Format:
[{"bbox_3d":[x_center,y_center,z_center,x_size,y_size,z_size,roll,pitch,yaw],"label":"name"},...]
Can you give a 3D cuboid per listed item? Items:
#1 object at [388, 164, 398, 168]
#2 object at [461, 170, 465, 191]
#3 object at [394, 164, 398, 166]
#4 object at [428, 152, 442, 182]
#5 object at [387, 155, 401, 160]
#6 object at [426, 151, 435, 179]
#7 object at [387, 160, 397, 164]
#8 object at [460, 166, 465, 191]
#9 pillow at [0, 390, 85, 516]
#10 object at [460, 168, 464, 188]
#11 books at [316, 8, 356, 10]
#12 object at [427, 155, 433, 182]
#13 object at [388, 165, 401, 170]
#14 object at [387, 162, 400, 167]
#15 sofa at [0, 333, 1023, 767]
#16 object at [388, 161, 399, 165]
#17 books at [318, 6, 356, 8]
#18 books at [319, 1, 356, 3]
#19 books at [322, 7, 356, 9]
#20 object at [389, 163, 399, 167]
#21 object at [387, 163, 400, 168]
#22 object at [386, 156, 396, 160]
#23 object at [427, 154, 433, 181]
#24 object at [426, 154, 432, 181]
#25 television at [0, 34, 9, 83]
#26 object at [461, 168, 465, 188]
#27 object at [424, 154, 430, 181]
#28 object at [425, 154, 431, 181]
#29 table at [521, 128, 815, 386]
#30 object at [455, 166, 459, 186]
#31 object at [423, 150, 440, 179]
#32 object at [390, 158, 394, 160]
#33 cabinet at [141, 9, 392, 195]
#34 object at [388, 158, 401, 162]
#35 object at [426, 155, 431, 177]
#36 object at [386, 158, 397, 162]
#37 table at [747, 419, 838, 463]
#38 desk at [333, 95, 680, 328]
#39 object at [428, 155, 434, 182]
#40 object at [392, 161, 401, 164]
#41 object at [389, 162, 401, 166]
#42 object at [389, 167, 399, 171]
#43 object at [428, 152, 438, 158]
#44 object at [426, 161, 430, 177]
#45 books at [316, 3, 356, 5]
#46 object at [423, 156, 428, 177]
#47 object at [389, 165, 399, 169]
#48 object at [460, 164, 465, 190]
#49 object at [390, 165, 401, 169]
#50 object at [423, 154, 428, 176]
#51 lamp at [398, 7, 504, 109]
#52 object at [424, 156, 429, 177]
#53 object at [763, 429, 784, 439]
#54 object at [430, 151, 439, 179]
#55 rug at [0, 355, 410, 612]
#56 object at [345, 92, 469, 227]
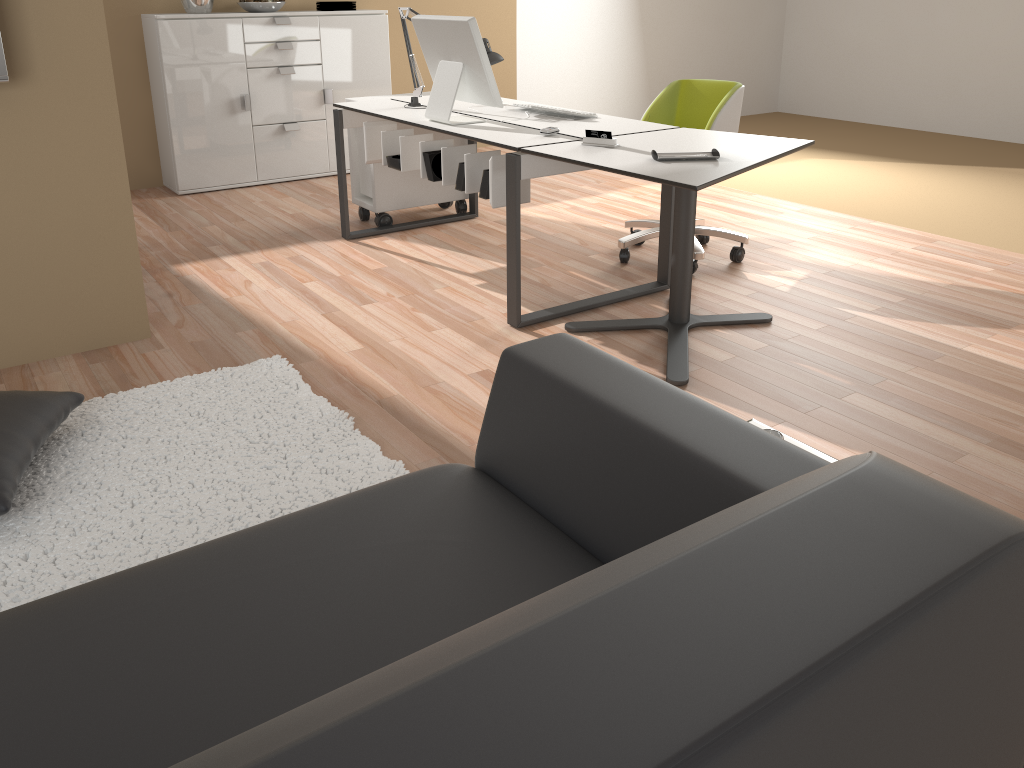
[{"bbox_3d":[-0.477,-0.993,3.984,0.135,0.002,0.123,-16,29,-31],"label":"object"},{"bbox_3d":[-0.137,-0.827,3.501,0.135,0.109,0.041,-15,24,-32],"label":"object"},{"bbox_3d":[-0.478,-1.002,3.984,0.135,0.002,0.123,-16,29,-31],"label":"object"},{"bbox_3d":[-0.283,-0.916,3.702,0.135,0.109,0.040,-15,24,-32],"label":"object"},{"bbox_3d":[-0.483,-1.029,3.983,0.135,0.002,0.123,-16,29,-31],"label":"object"},{"bbox_3d":[-0.301,-0.928,3.727,0.135,0.109,0.040,-15,24,-32],"label":"object"},{"bbox_3d":[-0.480,-1.011,3.983,0.135,0.002,0.122,-16,29,-31],"label":"object"},{"bbox_3d":[-0.140,-0.829,3.505,0.135,0.109,0.041,-15,24,-32],"label":"object"},{"bbox_3d":[-1.458,0.192,2.201,0.582,0.202,0.634,-4,24,-8],"label":"pillow"},{"bbox_3d":[-0.143,-0.830,3.508,0.135,0.109,0.041,-15,24,-32],"label":"object"},{"bbox_3d":[-1.199,-2.561,6.005,0.225,0.006,0.161,-16,29,-32],"label":"books"},{"bbox_3d":[-0.288,-0.919,3.709,0.135,0.109,0.041,-15,24,-32],"label":"object"},{"bbox_3d":[-0.476,-0.988,3.984,0.135,0.002,0.122,-16,29,-31],"label":"object"},{"bbox_3d":[-0.478,-1.002,3.984,0.135,0.002,0.122,-16,29,-31],"label":"object"},{"bbox_3d":[-0.570,0.537,0.693,2.289,0.804,0.977,-16,27,-32],"label":"sofa"},{"bbox_3d":[-0.480,-1.009,3.983,0.135,0.002,0.122,-16,29,-31],"label":"object"},{"bbox_3d":[-1.198,-2.572,6.002,0.225,0.006,0.161,-16,29,-32],"label":"books"},{"bbox_3d":[-1.196,-2.602,5.994,0.225,0.006,0.161,-16,29,-32],"label":"books"},{"bbox_3d":[-1.200,-2.566,6.003,0.225,0.006,0.161,-17,29,-33],"label":"books"},{"bbox_3d":[-0.478,-1.000,3.984,0.135,0.002,0.122,-16,29,-31],"label":"object"},{"bbox_3d":[-0.477,-0.997,3.984,0.135,0.002,0.122,-16,29,-31],"label":"object"},{"bbox_3d":[-0.484,-1.029,3.983,0.135,0.002,0.122,-16,29,-31],"label":"object"},{"bbox_3d":[-0.287,-0.919,3.708,0.135,0.109,0.041,-15,24,-32],"label":"object"},{"bbox_3d":[-0.292,-0.922,3.715,0.135,0.109,0.041,-15,24,-32],"label":"object"},{"bbox_3d":[-2.051,-1.057,2.330,1.190,0.557,0.056,-16,24,-32],"label":"television"},{"bbox_3d":[-0.139,-0.828,3.503,0.135,0.109,0.041,-15,24,-32],"label":"object"},{"bbox_3d":[-0.303,-0.928,3.729,0.135,0.109,0.041,-15,24,-32],"label":"object"},{"bbox_3d":[-0.297,-0.925,3.722,0.135,0.109,0.041,-15,24,-32],"label":"object"},{"bbox_3d":[0.647,-0.503,3.167,0.940,0.662,0.831,-17,27,-34],"label":"table"},{"bbox_3d":[-0.165,-0.844,3.539,0.135,0.109,0.041,-15,24,-32],"label":"object"},{"bbox_3d":[-0.306,-0.931,3.734,0.135,0.109,0.040,-15,24,-32],"label":"object"},{"bbox_3d":[-0.483,-1.024,3.983,0.135,0.002,0.123,-16,29,-31],"label":"object"},{"bbox_3d":[-1.565,-1.928,5.901,1.544,1.043,0.427,-16,24,-32],"label":"cabinet"},{"bbox_3d":[-0.482,-1.022,3.983,0.135,0.002,0.122,-16,29,-31],"label":"object"},{"bbox_3d":[-0.293,-0.923,3.717,0.135,0.109,0.041,-15,24,-32],"label":"object"},{"bbox_3d":[-0.482,-1.020,3.983,0.135,0.002,0.122,-16,29,-31],"label":"object"},{"bbox_3d":[0.415,0.347,1.549,0.242,0.452,0.233,-14,24,-32],"label":"table"},{"bbox_3d":[-0.106,-0.900,4.062,0.815,0.660,1.646,-15,27,-31],"label":"desk"},{"bbox_3d":[-0.283,-0.916,3.702,0.135,0.109,0.041,-15,24,-32],"label":"object"},{"bbox_3d":[-0.480,-1.013,3.983,0.135,0.002,0.123,-16,29,-31],"label":"object"},{"bbox_3d":[-0.479,-1.004,3.983,0.135,0.002,0.123,-16,29,-31],"label":"object"},{"bbox_3d":[-0.474,-0.982,3.984,0.135,0.002,0.122,-16,29,-31],"label":"object"},{"bbox_3d":[-0.285,-0.918,3.705,0.135,0.109,0.040,-15,24,-32],"label":"object"},{"bbox_3d":[-0.299,-0.926,3.724,0.135,0.109,0.041,-15,24,-32],"label":"object"},{"bbox_3d":[-1.200,-2.592,5.997,0.225,0.007,0.161,-16,29,-32],"label":"books"},{"bbox_3d":[-0.309,-0.932,3.738,0.135,0.109,0.041,-15,24,-32],"label":"object"},{"bbox_3d":[-0.476,-0.991,3.984,0.135,0.002,0.122,-16,29,-31],"label":"object"},{"bbox_3d":[-0.141,-0.829,3.506,0.135,0.109,0.041,-15,24,-32],"label":"object"},{"bbox_3d":[-0.477,-0.993,3.984,0.135,0.002,0.122,-16,29,-31],"label":"object"},{"bbox_3d":[-0.308,-0.931,3.736,0.135,0.109,0.041,-15,24,-32],"label":"object"},{"bbox_3d":[-0.293,-1.473,4.087,0.542,0.509,0.145,8,21,20],"label":"lamp"},{"bbox_3d":[-0.304,-0.929,3.731,0.135,0.109,0.041,-15,24,-32],"label":"object"},{"bbox_3d":[0.409,0.119,1.405,0.058,0.083,0.059,9,23,24],"label":"object"},{"bbox_3d":[-0.296,-0.924,3.720,0.135,0.109,0.040,-15,24,-32],"label":"object"},{"bbox_3d":[-1.215,0.403,1.960,2.052,0.044,1.489,-16,29,-31],"label":"rug"},{"bbox_3d":[-0.550,-1.249,4.875,0.630,0.650,0.316,-15,24,-32],"label":"object"}]
